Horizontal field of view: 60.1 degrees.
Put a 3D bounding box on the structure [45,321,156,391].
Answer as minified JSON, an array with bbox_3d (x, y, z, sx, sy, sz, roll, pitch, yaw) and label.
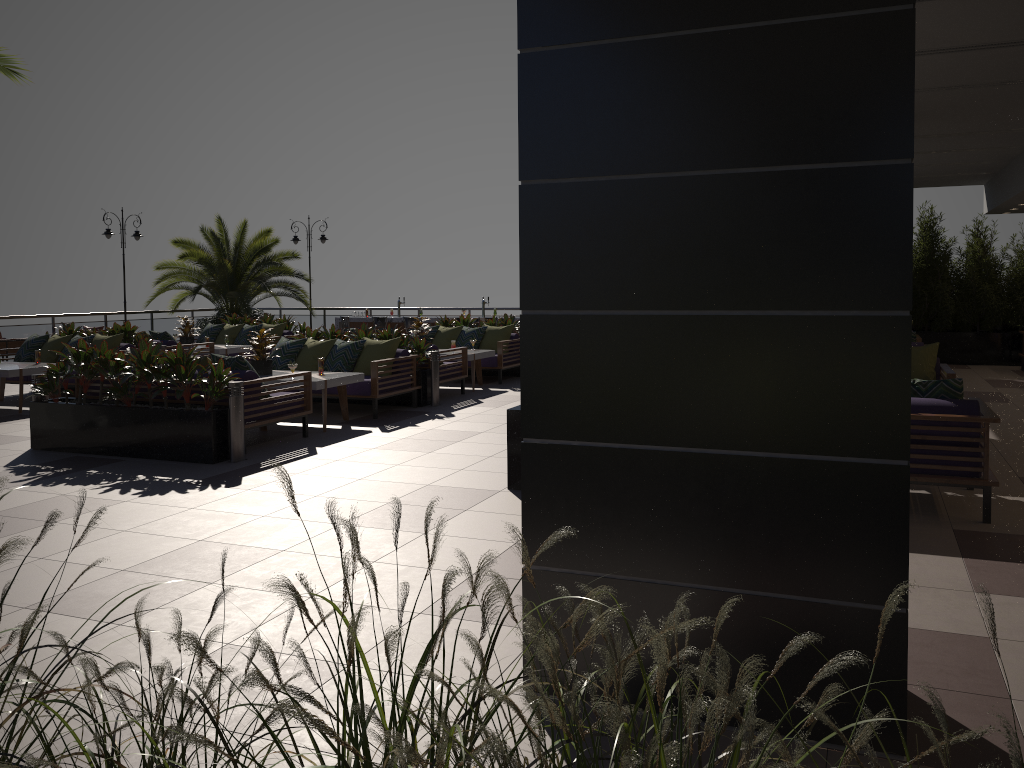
[{"bbox_3d":[-6.303,-0.387,13.470,2.248,1.169,0.717,1,4,19],"label":"structure"}]

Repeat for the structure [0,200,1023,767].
[{"bbox_3d":[3.891,-0.731,5.873,7.819,3.111,24.818,2,7,22],"label":"structure"}]

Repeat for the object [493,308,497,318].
[{"bbox_3d":[-0.338,-1.441,17.946,0.069,0.197,0.082,-2,4,-31],"label":"object"}]

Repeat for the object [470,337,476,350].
[{"bbox_3d":[-0.599,-0.623,13.643,0.106,0.196,0.106,-3,4,-35],"label":"object"}]

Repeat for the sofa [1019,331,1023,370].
[{"bbox_3d":[9.628,-0.620,14.545,2.126,0.917,1.123,2,5,22],"label":"sofa"}]

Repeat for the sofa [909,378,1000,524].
[{"bbox_3d":[2.239,0.334,6.387,2.126,0.917,1.123,2,5,22],"label":"sofa"}]

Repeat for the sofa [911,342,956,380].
[{"bbox_3d":[3.340,0.027,9.119,2.126,0.917,1.123,2,5,22],"label":"sofa"}]

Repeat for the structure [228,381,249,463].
[{"bbox_3d":[-2.425,0.330,7.804,0.100,0.698,0.181,1,3,22],"label":"structure"}]

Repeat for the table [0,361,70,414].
[{"bbox_3d":[-6.942,0.024,11.686,2.037,0.552,0.945,2,6,22],"label":"table"}]

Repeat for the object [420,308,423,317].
[{"bbox_3d":[-1.907,-1.502,18.582,0.069,0.210,0.069,0,3,5],"label":"object"}]

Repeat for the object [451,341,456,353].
[{"bbox_3d":[-0.862,-0.546,13.035,0.069,0.180,0.069,0,3,10],"label":"object"}]

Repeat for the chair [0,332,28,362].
[{"bbox_3d":[-9.250,-0.556,15.987,0.715,0.813,0.716,1,5,22],"label":"chair"}]

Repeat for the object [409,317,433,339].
[{"bbox_3d":[-1.391,-0.762,13.480,0.425,0.525,0.431,2,5,34],"label":"object"}]

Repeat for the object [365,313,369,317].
[{"bbox_3d":[-3.229,-1.500,19.609,0.105,0.208,0.106,-1,3,-3],"label":"object"}]

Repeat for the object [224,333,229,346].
[{"bbox_3d":[-4.937,-0.772,15.317,0.069,0.210,0.069,0,3,10],"label":"object"}]

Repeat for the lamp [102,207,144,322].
[{"bbox_3d":[-8.417,-2.173,19.227,0.264,3.317,1.125,1,3,22],"label":"lamp"}]

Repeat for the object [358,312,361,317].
[{"bbox_3d":[-3.359,-1.498,19.609,0.105,0.208,0.106,-1,3,-3],"label":"object"}]

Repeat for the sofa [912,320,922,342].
[{"bbox_3d":[5.506,-0.577,14.495,2.126,0.917,1.123,2,5,22],"label":"sofa"}]

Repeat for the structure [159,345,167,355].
[{"bbox_3d":[-5.154,-0.215,13.046,0.100,0.698,0.181,1,3,22],"label":"structure"}]

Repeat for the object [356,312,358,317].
[{"bbox_3d":[-3.458,-1.508,19.705,0.105,0.208,0.106,-1,3,-3],"label":"object"}]

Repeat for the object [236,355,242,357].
[{"bbox_3d":[-3.235,-0.247,10.482,0.069,0.180,0.069,-3,4,-35],"label":"object"}]

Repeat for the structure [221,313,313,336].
[{"bbox_3d":[-4.839,-0.789,17.042,2.252,1.168,0.739,2,4,23],"label":"structure"}]

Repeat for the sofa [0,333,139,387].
[{"bbox_3d":[-6.501,-0.279,12.750,2.126,0.917,1.123,2,5,22],"label":"sofa"}]

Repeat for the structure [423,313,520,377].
[{"bbox_3d":[-0.636,-0.647,15.387,2.252,1.168,0.739,2,4,23],"label":"structure"}]

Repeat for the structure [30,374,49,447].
[{"bbox_3d":[-4.626,0.254,8.689,0.100,0.698,0.181,1,3,22],"label":"structure"}]

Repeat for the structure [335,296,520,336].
[{"bbox_3d":[-1.651,-1.185,18.777,4.402,1.324,0.807,2,4,22],"label":"structure"}]

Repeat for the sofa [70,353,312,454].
[{"bbox_3d":[-3.221,0.106,8.940,2.126,0.917,1.123,2,5,22],"label":"sofa"}]

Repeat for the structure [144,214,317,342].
[{"bbox_3d":[-6.470,-2.317,20.546,3.801,3.293,3.766,-1,5,-10],"label":"structure"}]

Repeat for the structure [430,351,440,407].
[{"bbox_3d":[-0.988,-0.070,11.369,0.100,0.698,0.181,1,3,22],"label":"structure"}]

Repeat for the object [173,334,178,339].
[{"bbox_3d":[-5.982,-0.799,15.711,0.106,0.196,0.106,-3,4,-35],"label":"object"}]

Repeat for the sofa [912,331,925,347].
[{"bbox_3d":[4.547,-0.310,12.115,2.126,0.917,1.123,2,5,22],"label":"sofa"}]

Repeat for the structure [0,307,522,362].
[{"bbox_3d":[-4.384,-0.333,12.407,12.921,1.055,17.567,2,7,22],"label":"structure"}]

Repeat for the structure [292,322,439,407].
[{"bbox_3d":[-2.081,-0.242,11.792,2.420,1.170,0.703,2,4,24],"label":"structure"}]

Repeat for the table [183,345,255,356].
[{"bbox_3d":[-5.522,-0.373,15.211,2.037,0.552,0.945,2,6,22],"label":"table"}]

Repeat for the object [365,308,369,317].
[{"bbox_3d":[-3.119,-1.533,19.066,0.067,0.189,0.085,-3,4,-43],"label":"object"}]

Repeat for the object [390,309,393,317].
[{"bbox_3d":[-2.559,-1.510,18.845,0.069,0.180,0.069,-1,3,-6],"label":"object"}]

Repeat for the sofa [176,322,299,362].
[{"bbox_3d":[-5.090,-0.677,16.295,2.126,0.917,1.123,2,5,22],"label":"sofa"}]

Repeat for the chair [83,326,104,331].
[{"bbox_3d":[-8.536,-0.755,17.759,0.715,0.813,0.716,1,5,22],"label":"chair"}]

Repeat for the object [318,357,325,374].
[{"bbox_3d":[-2.159,-0.210,10.016,0.067,0.189,0.085,-3,4,-38],"label":"object"}]

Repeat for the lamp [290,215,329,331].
[{"bbox_3d":[-4.957,-2.477,21.739,1.122,3.317,0.264,1,3,22],"label":"lamp"}]

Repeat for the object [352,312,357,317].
[{"bbox_3d":[-3.494,-1.496,19.596,0.105,0.208,0.106,-1,3,-3],"label":"object"}]

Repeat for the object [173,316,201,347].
[{"bbox_3d":[-5.585,-0.906,15.157,0.425,0.525,0.431,-4,5,-41],"label":"object"}]

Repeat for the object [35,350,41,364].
[{"bbox_3d":[-6.292,-0.361,11.749,0.067,0.189,0.085,-3,4,-38],"label":"object"}]

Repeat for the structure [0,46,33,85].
[{"bbox_3d":[-6.464,-2.326,6.969,4.713,6.483,4.754,3,5,40],"label":"structure"}]

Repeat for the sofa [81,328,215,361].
[{"bbox_3d":[-5.965,-0.437,14.157,2.126,0.917,1.123,2,5,22],"label":"sofa"}]

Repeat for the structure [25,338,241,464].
[{"bbox_3d":[-3.521,0.158,8.229,2.252,1.168,0.739,2,4,23],"label":"structure"}]

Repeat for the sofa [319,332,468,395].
[{"bbox_3d":[-1.810,-0.292,12.485,2.126,0.917,1.123,2,5,22],"label":"sofa"}]

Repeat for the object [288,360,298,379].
[{"bbox_3d":[-2.355,-0.157,9.510,0.106,0.196,0.106,-3,4,-35],"label":"object"}]

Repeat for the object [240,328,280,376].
[{"bbox_3d":[-2.811,-0.367,9.969,0.430,0.525,0.426,3,5,39],"label":"object"}]

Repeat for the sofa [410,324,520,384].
[{"bbox_3d":[-0.942,-0.533,14.626,2.126,0.917,1.123,2,5,22],"label":"sofa"}]

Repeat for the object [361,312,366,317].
[{"bbox_3d":[-3.280,-1.489,19.513,0.105,0.208,0.106,-1,3,-3],"label":"object"}]

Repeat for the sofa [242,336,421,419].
[{"bbox_3d":[-2.345,-0.134,11.078,2.126,0.917,1.123,2,5,22],"label":"sofa"}]

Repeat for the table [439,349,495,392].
[{"bbox_3d":[-1.377,-0.229,13.543,2.037,0.552,0.945,2,6,22],"label":"table"}]

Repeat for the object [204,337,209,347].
[{"bbox_3d":[-5.063,-0.694,14.702,0.067,0.189,0.085,-3,4,-38],"label":"object"}]

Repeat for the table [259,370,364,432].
[{"bbox_3d":[-2.797,0.167,10.018,2.037,0.552,0.945,2,6,22],"label":"table"}]
